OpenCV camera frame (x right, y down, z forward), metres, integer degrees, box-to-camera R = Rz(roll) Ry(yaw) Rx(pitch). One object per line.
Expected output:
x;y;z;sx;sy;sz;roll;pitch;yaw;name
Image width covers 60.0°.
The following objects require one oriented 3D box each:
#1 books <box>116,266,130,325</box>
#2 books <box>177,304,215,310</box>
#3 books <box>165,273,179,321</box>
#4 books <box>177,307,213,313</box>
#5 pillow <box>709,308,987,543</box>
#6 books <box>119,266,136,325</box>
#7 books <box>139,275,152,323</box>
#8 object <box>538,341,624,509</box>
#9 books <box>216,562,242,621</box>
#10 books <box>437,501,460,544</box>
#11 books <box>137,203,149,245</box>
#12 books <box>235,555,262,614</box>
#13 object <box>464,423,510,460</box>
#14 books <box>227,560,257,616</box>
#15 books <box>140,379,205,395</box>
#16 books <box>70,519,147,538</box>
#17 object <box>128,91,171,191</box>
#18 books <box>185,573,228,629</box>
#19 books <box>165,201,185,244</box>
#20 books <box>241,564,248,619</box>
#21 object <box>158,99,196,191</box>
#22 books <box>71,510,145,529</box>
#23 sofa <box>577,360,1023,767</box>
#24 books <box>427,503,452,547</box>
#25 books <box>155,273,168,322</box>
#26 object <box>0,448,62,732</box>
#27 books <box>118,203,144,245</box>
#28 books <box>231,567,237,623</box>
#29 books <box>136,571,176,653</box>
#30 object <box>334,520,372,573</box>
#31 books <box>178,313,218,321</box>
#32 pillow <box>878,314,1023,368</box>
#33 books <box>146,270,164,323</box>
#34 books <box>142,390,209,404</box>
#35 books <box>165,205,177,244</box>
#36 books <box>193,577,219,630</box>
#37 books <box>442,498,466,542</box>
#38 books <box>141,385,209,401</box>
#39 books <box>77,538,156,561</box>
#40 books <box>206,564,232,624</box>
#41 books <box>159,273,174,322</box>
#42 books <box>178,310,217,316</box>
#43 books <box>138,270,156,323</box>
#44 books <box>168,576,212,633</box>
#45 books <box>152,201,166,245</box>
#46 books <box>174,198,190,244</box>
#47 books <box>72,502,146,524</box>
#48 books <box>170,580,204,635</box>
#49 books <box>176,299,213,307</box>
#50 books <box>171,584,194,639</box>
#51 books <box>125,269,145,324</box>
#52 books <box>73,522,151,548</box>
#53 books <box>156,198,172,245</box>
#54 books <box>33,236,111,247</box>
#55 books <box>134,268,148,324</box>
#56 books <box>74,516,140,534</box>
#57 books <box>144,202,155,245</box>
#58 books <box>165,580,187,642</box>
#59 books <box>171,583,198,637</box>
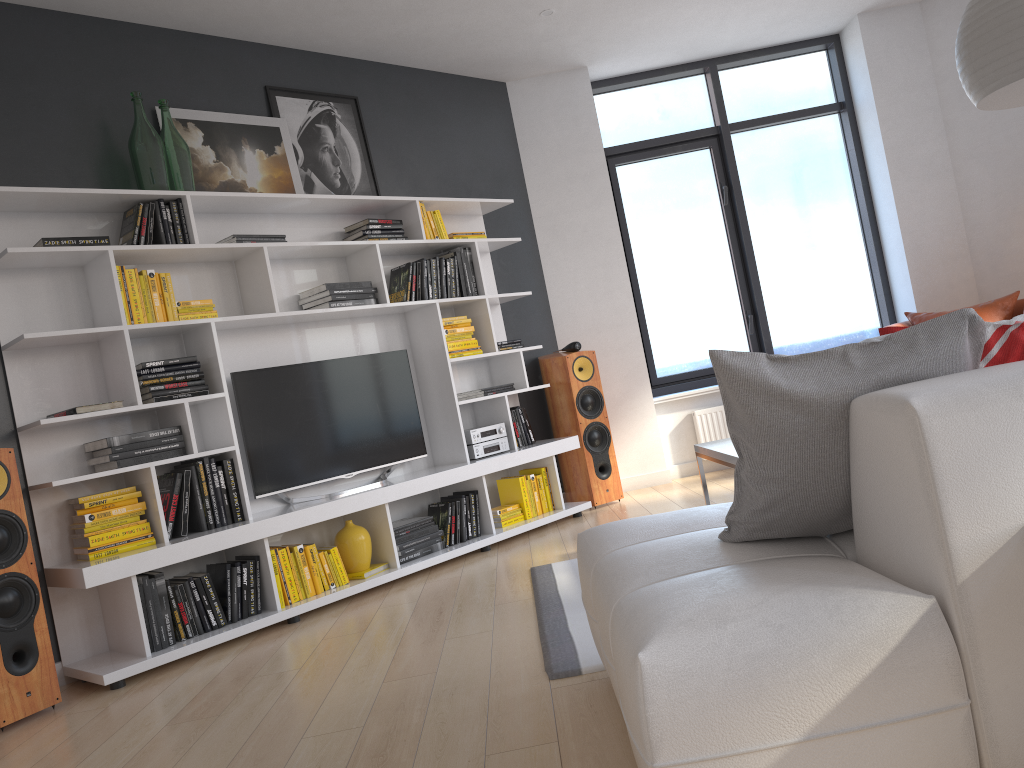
-1.772;-0.369;3.936;0.204;0.270;0.029;-12;-1;45;books
-1.518;-0.350;4.183;0.134;0.014;0.187;-12;-1;45;books
-1.613;-0.381;4.115;0.172;0.234;0.024;-12;-1;45;books
-1.508;-0.336;4.167;0.169;0.018;0.113;-11;-1;-44;books
1.793;-0.119;2.204;2.953;0.453;0.647;-11;0;-13;pillow
-1.759;-0.371;3.961;0.213;0.270;0.025;-12;-1;45;books
-1.687;-0.362;4.011;0.156;0.229;0.024;-12;-1;44;books
0.423;0.276;5.908;0.290;1.088;0.434;-11;0;-30;object
-1.291;0.944;4.043;0.192;0.254;0.075;-12;-1;44;books
-0.356;0.778;4.974;0.169;0.233;0.081;-12;-1;44;books
-1.722;-0.704;4.069;0.087;0.214;0.171;-11;-1;-45;books
-1.223;0.928;4.112;0.197;0.260;0.066;-12;-1;45;books
-0.213;0.353;5.319;0.270;0.174;0.285;-12;-1;45;object
-1.245;0.937;4.087;0.191;0.249;0.084;-12;-1;45;books
-1.581;0.021;4.067;0.209;0.030;0.266;-12;-1;43;books
-1.740;0.624;3.824;0.263;0.015;0.198;-11;-1;-42;books
-1.706;-1.113;4.133;0.157;0.507;0.157;-11;0;-32;object
-1.366;0.960;3.940;0.191;0.249;0.083;-12;-1;45;books
-1.609;-0.729;4.173;0.169;0.218;0.038;-12;-1;45;books
-1.263;0.943;4.052;0.179;0.243;0.071;-12;-1;44;books
-1.638;-1.125;4.284;0.157;0.507;0.157;-11;0;-32;object
-1.744;0.584;3.824;0.180;0.019;0.251;-12;-1;45;books
1.849;0.153;2.690;3.424;0.732;2.614;-11;0;0;sofa
-0.408;0.787;4.934;0.182;0.234;0.104;-12;-1;45;books
-1.648;-0.377;4.079;0.169;0.239;0.023;-12;-1;45;books
-2.048;0.744;3.372;0.434;1.088;0.290;-11;0;30;object
-1.741;-0.702;4.042;0.166;0.213;0.096;-12;-1;43;books
-1.289;0.951;4.007;0.069;0.242;0.172;-11;-1;-45;books
-1.564;0.966;3.765;0.259;0.321;0.128;-12;-1;45;books
-0.807;0.820;4.506;0.185;0.257;0.185;-11;0;22;object
-1.509;-0.299;4.181;0.147;0.033;0.190;-12;-1;45;books
1.895;-0.111;1.873;2.250;0.449;0.575;-11;0;-3;pillow
-1.668;-0.379;4.057;0.185;0.250;0.035;-12;-1;45;books
-1.553;0.069;4.057;0.189;0.026;0.263;-12;-1;43;books
-1.627;-0.717;4.151;0.147;0.200;0.021;-12;-1;45;books
-1.387;0.968;3.912;0.177;0.242;0.066;-12;-1;44;books
-0.324;0.769;4.990;0.069;0.242;0.172;-11;-1;-45;books
-1.558;0.044;4.059;0.189;0.025;0.270;-12;-1;44;books
-1.699;0.709;3.807;0.270;0.029;0.204;-11;-1;-40;books
-1.326;0.948;4.012;0.197;0.260;0.066;-12;-1;45;books
-1.628;-0.378;4.094;0.172;0.234;0.024;-12;-1;45;books
-1.516;-0.321;4.185;0.148;0.011;0.196;-12;-1;45;books
-1.688;-0.375;4.039;0.180;0.251;0.019;-12;-1;45;books
-1.414;0.968;3.897;0.193;0.255;0.066;-12;-1;44;books
-1.662;-0.719;4.116;0.156;0.221;0.021;-12;-1;45;books
-1.586;-0.740;4.188;0.174;0.230;0.019;-12;-1;45;books
-1.740;0.556;3.831;0.250;0.035;0.185;-11;-1;-42;books
-1.425;0.975;3.868;0.169;0.242;0.050;-12;-1;44;books
-1.533;-0.368;4.189;0.138;0.026;0.186;-12;-1;45;books
-1.467;0.986;3.845;0.053;0.240;0.189;-11;-1;-45;books
-1.737;-0.368;3.989;0.198;0.255;0.044;-12;-1;45;books
-1.722;0.650;3.815;0.198;0.044;0.255;-12;-1;45;books
-1.650;-0.727;4.137;0.176;0.232;0.025;-12;-1;45;books
-1.908;-0.586;3.831;0.268;0.046;0.208;-11;-1;-42;books
-1.718;-0.374;4.013;0.199;0.263;0.015;-12;-1;45;books
-1.736;0.604;3.802;0.228;0.024;0.152;-11;-1;-41;books
-1.694;-0.710;4.081;0.154;0.212;0.074;-12;-1;44;books
-1.494;0.975;3.825;0.202;0.268;0.053;-12;-1;44;books
-1.445;0.983;3.858;0.049;0.236;0.170;-11;-1;-45;books
